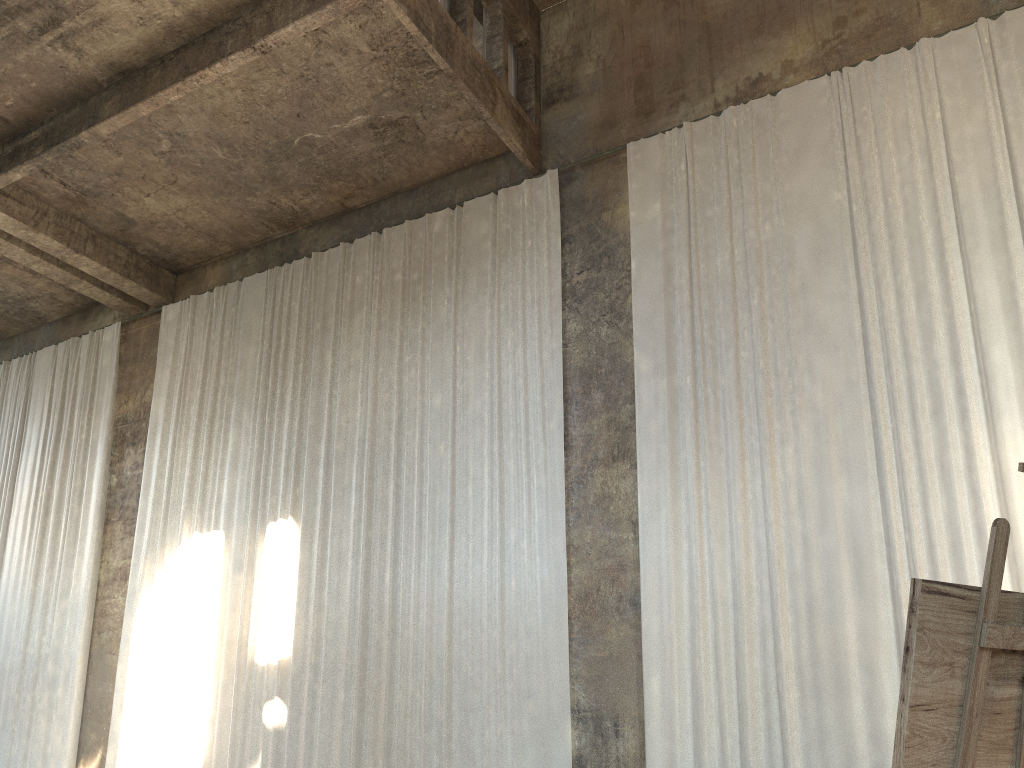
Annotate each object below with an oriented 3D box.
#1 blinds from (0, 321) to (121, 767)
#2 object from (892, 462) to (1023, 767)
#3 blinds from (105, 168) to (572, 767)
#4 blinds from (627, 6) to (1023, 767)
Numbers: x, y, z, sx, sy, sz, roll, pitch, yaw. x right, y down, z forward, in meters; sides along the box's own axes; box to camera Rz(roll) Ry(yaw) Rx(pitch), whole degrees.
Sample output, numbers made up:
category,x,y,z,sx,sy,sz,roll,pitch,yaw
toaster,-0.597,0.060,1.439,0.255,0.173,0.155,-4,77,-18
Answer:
category,x,y,z,sx,sy,sz,roll,pitch,yaw
blinds,-10.324,3.595,16.423,7.896,8.319,0.283,-11,-19,27
object,1.056,0.918,1.770,0.708,2.064,0.705,9,-19,-27
blinds,-2.762,1.876,12.334,7.906,8.319,0.282,-11,-20,29
blinds,4.777,0.162,8.258,7.906,8.319,0.282,-11,-20,29
